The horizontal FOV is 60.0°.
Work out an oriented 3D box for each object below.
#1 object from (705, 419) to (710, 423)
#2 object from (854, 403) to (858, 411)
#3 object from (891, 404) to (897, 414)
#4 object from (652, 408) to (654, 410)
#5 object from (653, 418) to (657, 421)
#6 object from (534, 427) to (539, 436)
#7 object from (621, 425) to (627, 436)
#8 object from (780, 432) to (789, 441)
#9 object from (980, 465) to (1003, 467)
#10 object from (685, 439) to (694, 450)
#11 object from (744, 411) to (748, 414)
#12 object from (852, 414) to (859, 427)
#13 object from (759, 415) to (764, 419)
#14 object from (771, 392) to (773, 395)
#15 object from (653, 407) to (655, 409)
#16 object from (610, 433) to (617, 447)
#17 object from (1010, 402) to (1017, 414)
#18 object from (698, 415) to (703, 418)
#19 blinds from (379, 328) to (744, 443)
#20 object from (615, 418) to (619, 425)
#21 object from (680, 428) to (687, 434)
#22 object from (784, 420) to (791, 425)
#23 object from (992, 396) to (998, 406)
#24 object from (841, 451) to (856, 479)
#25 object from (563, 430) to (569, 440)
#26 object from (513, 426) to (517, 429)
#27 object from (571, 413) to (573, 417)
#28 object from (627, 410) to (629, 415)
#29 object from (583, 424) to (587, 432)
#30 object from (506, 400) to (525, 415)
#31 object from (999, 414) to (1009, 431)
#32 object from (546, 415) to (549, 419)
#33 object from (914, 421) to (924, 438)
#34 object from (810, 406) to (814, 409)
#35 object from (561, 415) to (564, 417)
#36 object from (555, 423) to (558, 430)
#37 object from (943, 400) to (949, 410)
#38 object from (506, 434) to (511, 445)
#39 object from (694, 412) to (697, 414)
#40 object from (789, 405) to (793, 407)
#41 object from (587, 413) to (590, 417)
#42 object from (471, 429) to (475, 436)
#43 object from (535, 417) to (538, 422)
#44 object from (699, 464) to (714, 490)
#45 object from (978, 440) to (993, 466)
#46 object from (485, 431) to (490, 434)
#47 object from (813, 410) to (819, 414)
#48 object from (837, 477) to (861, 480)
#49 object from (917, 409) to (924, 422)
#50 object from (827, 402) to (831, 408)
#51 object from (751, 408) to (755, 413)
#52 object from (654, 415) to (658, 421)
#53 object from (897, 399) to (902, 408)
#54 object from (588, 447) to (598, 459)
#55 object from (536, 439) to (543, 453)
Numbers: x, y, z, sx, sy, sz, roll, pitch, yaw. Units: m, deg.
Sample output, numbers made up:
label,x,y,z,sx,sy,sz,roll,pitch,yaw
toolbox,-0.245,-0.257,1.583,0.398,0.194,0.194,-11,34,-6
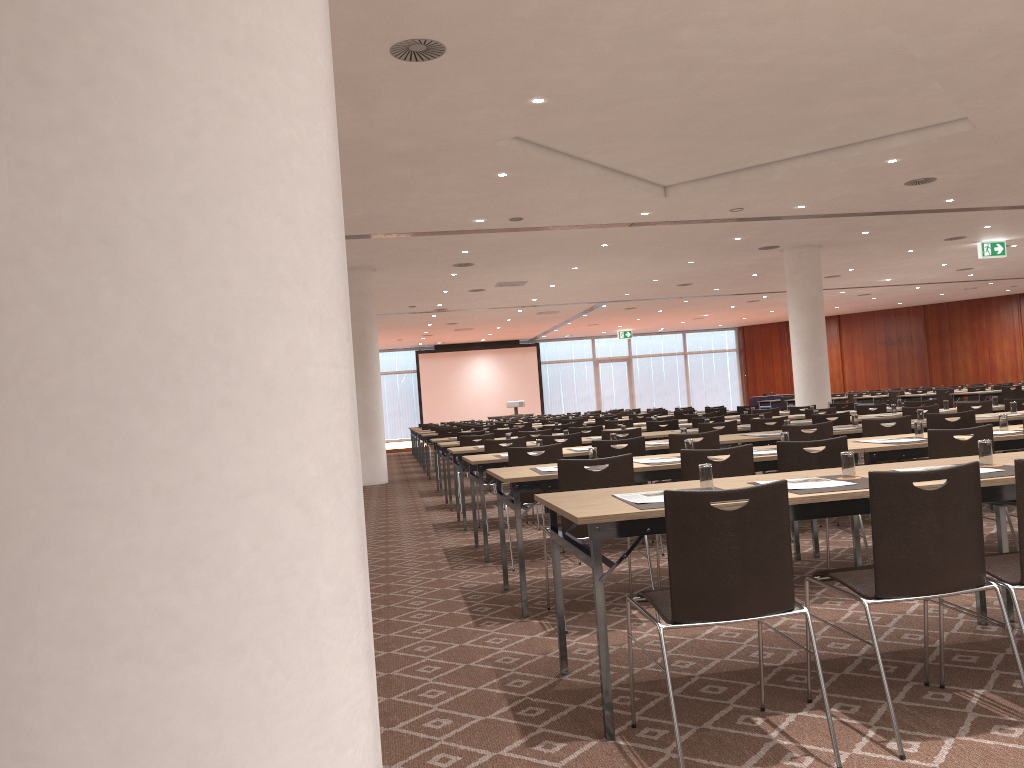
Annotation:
label,x,y,z,sx,sy,sz,roll,pitch,yaw
object,2.207,0.452,10.008,0.054,0.114,0.054,-4,-1,-19
object,4.813,0.321,12.393,0.054,0.114,0.054,-3,-1,-42
object,4.452,0.295,10.335,0.054,0.114,0.054,-3,-1,-42
object,3.464,0.658,21.806,0.054,0.114,0.054,-5,-1,26
object,1.931,0.522,11.990,0.054,0.114,0.054,-5,-1,26
object,0.325,0.634,11.758,0.054,0.114,0.054,-4,-1,3
object,1.243,0.519,9.863,0.054,0.114,0.054,-3,-1,-42
object,1.818,0.376,5.902,0.054,0.114,0.054,-5,-1,26
object,2.115,0.362,3.923,0.102,0.001,0.102,-3,-2,-42
object,1.165,0.422,5.822,0.054,0.114,0.054,-4,-1,3
object,3.211,0.433,12.166,0.054,0.114,0.054,-5,-1,26
object,3.140,0.335,8.115,0.054,0.114,0.054,-5,-1,26
object,2.845,0.407,10.093,0.054,0.114,0.054,-4,-1,-19
object,9.421,0.354,32.109,0.054,0.114,0.054,-4,-1,3
object,3.835,0.683,23.871,0.054,0.114,0.054,-3,-1,-42
object,0.893,0.492,7.797,0.054,0.114,0.054,-3,-1,-42
object,4.724,0.225,8.352,0.054,0.114,0.054,-4,-1,3
object,2.569,0.477,12.078,0.054,0.114,0.054,-5,-1,26
blinds,-1.270,0.247,37.096,22.849,3.816,0.115,-4,-1,-8
object,1.647,0.593,13.967,0.054,0.114,0.054,-4,-1,-19
object,1.529,0.448,7.886,0.054,0.114,0.054,-3,-1,-42
object,2.490,0.380,8.015,0.054,0.114,0.054,-5,-1,26
object,5.731,0.206,10.516,0.054,0.114,0.054,-4,-1,-19
object,1.458,0.351,3.844,0.054,0.114,0.054,-5,-1,26
object,0.598,0.564,9.779,0.054,0.114,0.054,-4,-1,-19
object,0.049,0.704,13.733,0.054,0.114,0.054,-4,-1,3
object,1.587,0.840,23.549,0.054,0.114,0.054,-5,-1,26
object,2.837,0.702,21.714,0.054,0.114,0.054,-5,-1,26
object,0.975,0.588,11.840,0.054,0.114,0.054,-4,-1,3
object,0.132,0.827,30.595,0.576,0.472,0.614,-4,-1,-8
object,3.407,0.266,6.147,0.054,0.114,0.054,-4,-1,-19
object,0.938,0.885,23.459,0.054,0.114,0.054,-5,-1,26
object,2.771,0.310,6.037,0.054,0.114,0.054,-4,-1,-19
object,4.167,0.366,12.306,0.054,0.114,0.054,-3,-1,-42
object,1.225,0.814,21.469,0.054,0.114,0.054,-5,-1,26
object,0.693,0.660,13.833,0.054,0.114,0.054,-5,-1,26
object,5.099,0.250,10.414,0.054,0.114,0.054,-3,-1,-42
object,-0.039,0.608,9.687,0.054,0.114,0.054,-4,-1,-19
object,2.927,0.504,14.143,0.054,0.114,0.054,-4,-1,-19
object,4.531,0.392,14.388,0.054,0.114,0.054,-5,-1,26
object,1.864,0.769,21.571,0.054,0.114,0.054,-5,-1,26
object,-0.603,0.750,13.633,0.054,0.114,0.054,-4,-1,-19
object,0.590,0.858,21.381,0.054,0.114,0.054,-5,-1,26
object,0.818,0.395,3.736,0.054,0.114,0.054,-3,-1,-42
object,2.103,0.306,3.937,0.054,0.114,0.054,-3,-1,-42
object,-0.320,0.679,11.669,0.054,0.114,0.054,-5,-1,26
object,3.493,0.362,10.183,0.054,0.114,0.054,-5,-1,26
object,1.458,0.408,3.837,0.102,0.001,0.102,-3,-2,-42
object,3.781,0.291,8.203,0.054,0.114,0.054,-5,-1,26
object,5.178,0.347,14.476,0.054,0.114,0.054,-4,-1,-19
object,3.884,0.437,14.286,0.054,0.114,0.054,-4,-1,3
object,2.278,0.549,14.053,0.054,0.114,0.054,-4,-1,-19
object,5.459,0.276,12.487,0.054,0.114,0.054,-5,-1,26
object,0.523,0.467,5.714,0.054,0.114,0.054,-4,-1,-19
object,0.240,0.538,7.710,0.054,0.114,0.054,-5,-1,26
